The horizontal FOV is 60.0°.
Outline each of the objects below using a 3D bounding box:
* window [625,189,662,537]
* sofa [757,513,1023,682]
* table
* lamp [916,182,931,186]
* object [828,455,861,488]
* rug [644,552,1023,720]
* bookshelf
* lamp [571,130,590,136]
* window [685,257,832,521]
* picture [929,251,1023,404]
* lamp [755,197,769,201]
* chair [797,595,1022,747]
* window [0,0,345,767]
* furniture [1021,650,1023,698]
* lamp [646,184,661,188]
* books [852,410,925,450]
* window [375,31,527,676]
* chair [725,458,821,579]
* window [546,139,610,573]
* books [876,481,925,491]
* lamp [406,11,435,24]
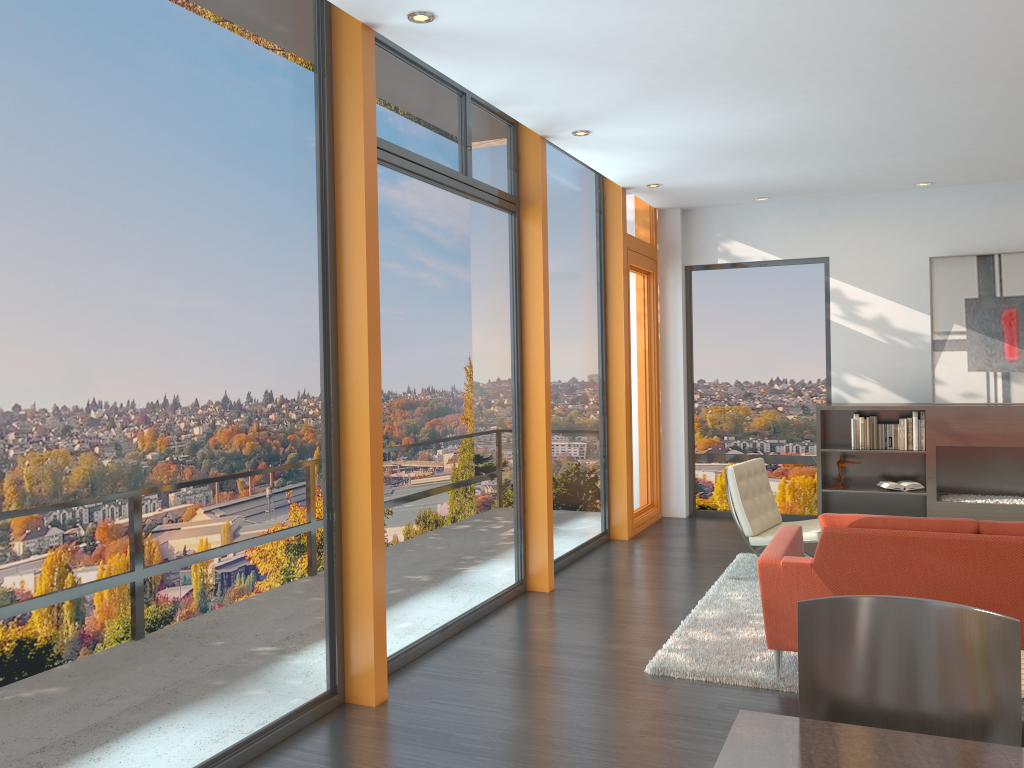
[{"bbox_3d":[1.181,-0.294,8.567,0.211,3.346,1.156,-1,1,24],"label":"window"},{"bbox_3d":[2.532,1.003,4.087,2.597,0.852,1.038,-1,1,24],"label":"sofa"},{"bbox_3d":[1.309,1.172,1.184,2.151,0.764,1.172,-1,1,24],"label":"table"},{"bbox_3d":[3.710,-1.800,7.998,0.129,0.010,0.129,-1,1,-21],"label":"lamp"},{"bbox_3d":[3.037,0.800,8.120,0.245,0.290,0.201,0,1,44],"label":"object"},{"bbox_3d":[3.007,1.398,5.080,3.772,0.043,2.984,-1,1,23],"label":"rug"},{"bbox_3d":[4.410,0.755,7.570,3.387,1.163,0.570,-1,1,24],"label":"bookshelf"},{"bbox_3d":[0.469,-1.707,6.041,0.129,0.010,0.129,-1,1,-21],"label":"lamp"},{"bbox_3d":[2.464,-0.320,8.915,1.409,3.340,0.065,-1,1,24],"label":"window"},{"bbox_3d":[4.326,-0.493,7.748,1.208,1.338,0.269,-1,1,24],"label":"picture"},{"bbox_3d":[2.414,-1.786,8.561,0.129,0.010,0.129,-1,1,-21],"label":"lamp"},{"bbox_3d":[0.852,1.014,1.911,0.548,0.967,0.614,-1,1,24],"label":"chair"},{"bbox_3d":[-1.425,-0.149,2.812,0.070,3.346,2.924,-1,1,24],"label":"window"},{"bbox_3d":[2.258,1.269,3.285,2.005,0.357,0.492,-1,1,24],"label":"furniture"},{"bbox_3d":[1.251,-1.752,7.838,0.129,0.010,0.129,-1,1,-21],"label":"lamp"},{"bbox_3d":[3.357,0.406,7.917,0.592,0.339,0.324,-1,1,24],"label":"books"},{"bbox_3d":[-0.379,-0.209,5.217,0.070,3.346,2.104,-1,1,24],"label":"window"},{"bbox_3d":[1.956,0.979,6.403,0.707,0.817,0.700,-1,1,33],"label":"chair"},{"bbox_3d":[0.452,-0.256,7.128,0.070,3.346,1.844,-1,1,24],"label":"window"},{"bbox_3d":[3.459,0.907,7.901,0.336,0.064,0.234,-1,1,4],"label":"books"},{"bbox_3d":[-0.413,-1.657,4.012,0.129,0.010,0.129,-1,1,-21],"label":"lamp"}]
